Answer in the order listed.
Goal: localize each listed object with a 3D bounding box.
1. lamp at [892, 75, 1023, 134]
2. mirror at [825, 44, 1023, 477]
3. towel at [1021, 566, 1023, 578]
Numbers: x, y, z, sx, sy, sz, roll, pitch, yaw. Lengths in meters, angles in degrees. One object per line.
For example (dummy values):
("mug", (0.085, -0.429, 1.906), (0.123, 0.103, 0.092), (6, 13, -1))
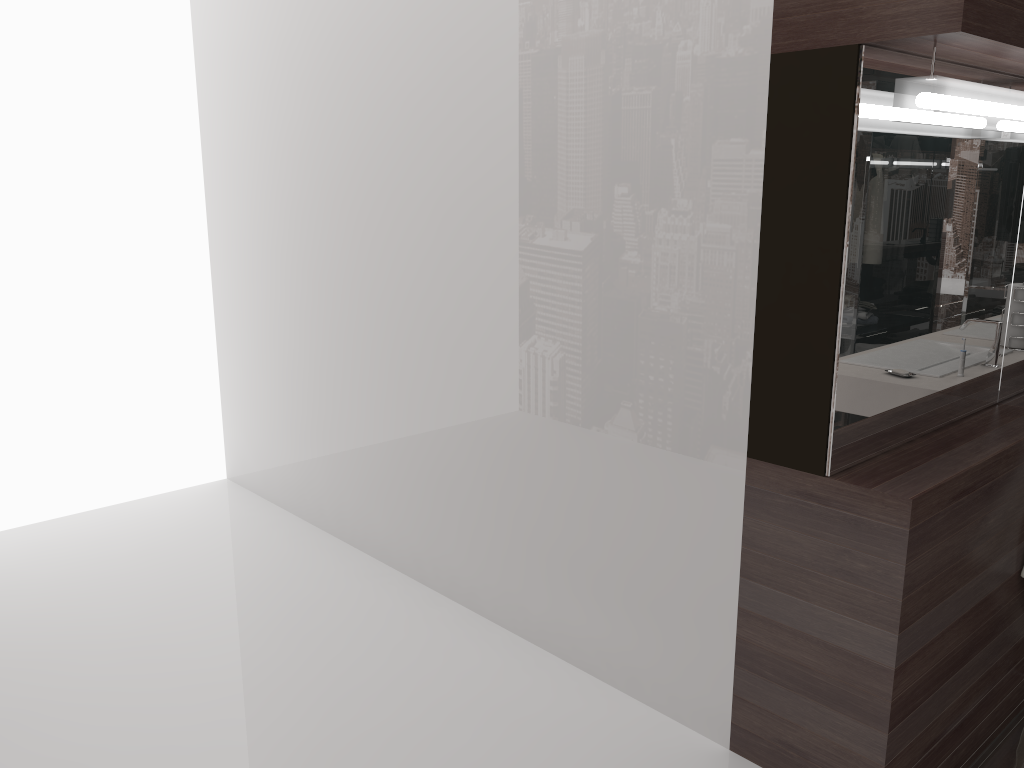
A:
("lamp", (1.141, -0.633, 2.056), (0.950, 0.082, 0.082), (-12, 17, -41))
("mirror", (3.970, -0.288, 2.079), (5.081, 0.916, 4.126), (-12, 17, -41))
("towel", (1.582, 0.458, 2.482), (0.368, 0.678, 0.156), (-12, 17, -41))
